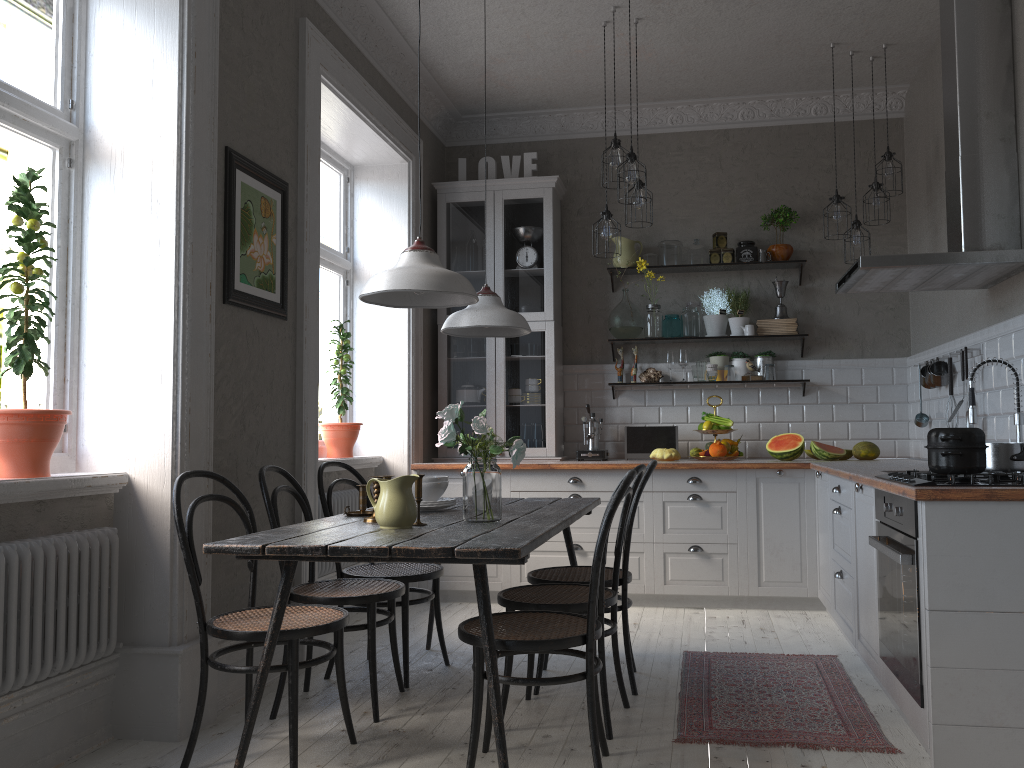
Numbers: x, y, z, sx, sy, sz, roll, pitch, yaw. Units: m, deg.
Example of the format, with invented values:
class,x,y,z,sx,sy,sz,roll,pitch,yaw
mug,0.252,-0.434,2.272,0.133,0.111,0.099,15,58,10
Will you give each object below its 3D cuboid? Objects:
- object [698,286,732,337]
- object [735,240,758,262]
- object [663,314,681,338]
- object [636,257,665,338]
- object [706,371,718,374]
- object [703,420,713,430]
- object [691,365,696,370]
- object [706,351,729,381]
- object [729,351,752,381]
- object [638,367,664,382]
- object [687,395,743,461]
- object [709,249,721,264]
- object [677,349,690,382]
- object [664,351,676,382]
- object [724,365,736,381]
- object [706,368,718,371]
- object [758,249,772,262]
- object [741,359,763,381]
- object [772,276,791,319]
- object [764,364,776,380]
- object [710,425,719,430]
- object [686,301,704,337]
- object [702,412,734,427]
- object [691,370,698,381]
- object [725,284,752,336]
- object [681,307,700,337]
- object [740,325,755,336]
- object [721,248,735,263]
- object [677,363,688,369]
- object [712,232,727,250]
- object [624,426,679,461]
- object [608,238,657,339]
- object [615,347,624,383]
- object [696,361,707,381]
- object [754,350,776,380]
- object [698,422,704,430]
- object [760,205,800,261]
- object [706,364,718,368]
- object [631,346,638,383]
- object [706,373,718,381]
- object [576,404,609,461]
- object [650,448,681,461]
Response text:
class,x,y,z,sx,sy,sz,roll,pitch,yaw
object,1.401,-0.484,6.023,0.240,0.354,0.238,-2,-4,28
object,1.589,-0.880,6.004,0.141,0.174,0.143,-1,-3,11
object,1.097,-0.387,6.069,0.125,0.172,0.127,-1,-4,14
object,0.928,-0.578,5.962,0.191,0.540,0.281,-1,-3,3
object,1.330,-0.060,5.886,0.077,0.051,0.077,-1,-3,4
object,1.260,0.269,5.702,0.058,0.069,0.080,-2,-4,30
object,1.258,-0.084,6.020,0.076,0.083,0.079,-2,-4,28
object,1.392,-0.120,6.008,0.158,0.217,0.155,0,-3,-9
object,1.546,-0.118,5.990,0.170,0.214,0.150,-3,-4,40
object,0.939,-0.060,6.018,0.178,0.111,0.095,0,-3,-12
object,1.322,0.285,5.762,0.353,0.425,0.350,0,-3,-4
object,1.374,-0.849,5.992,0.082,0.113,0.083,-1,-3,11
object,1.149,-0.122,5.931,0.082,0.217,0.081,0,-3,-3
object,1.081,-0.115,6.038,0.082,0.217,0.081,0,-3,-3
object,1.455,-0.071,5.921,0.077,0.108,0.078,-1,-3,4
object,1.330,-0.078,5.887,0.076,0.051,0.078,-2,-4,29
object,1.678,-0.849,5.886,0.092,0.096,0.075,-1,-3,11
object,1.600,-0.091,5.889,0.120,0.147,0.099,1,-4,-22
object,1.800,-0.568,5.931,0.131,0.287,0.130,0,-3,-4
object,1.704,-0.077,5.852,0.077,0.108,0.078,-1,-3,4
object,1.303,0.292,5.708,0.063,0.061,0.067,-1,-3,11
object,1.254,-0.431,6.107,0.130,0.264,0.133,-1,-4,16
object,1.330,0.227,5.737,0.208,0.101,0.068,-1,-4,16
object,1.258,-0.051,6.019,0.076,0.083,0.079,-2,-4,28
object,1.520,-0.502,5.951,0.187,0.380,0.166,1,-4,-28
object,1.200,-0.411,5.962,0.122,0.206,0.127,-3,-4,33
object,1.572,-0.354,5.868,0.104,0.071,0.064,-3,-5,41
object,1.459,-0.850,5.974,0.081,0.113,0.084,-2,-4,21
object,1.165,-0.116,6.019,0.082,0.217,0.081,0,-3,-3
object,1.404,-0.962,5.981,0.083,0.113,0.082,0,-3,-9
object,0.923,0.392,5.861,0.349,0.226,0.089,-1,-3,10
object,0.766,-0.640,6.039,0.339,0.674,0.333,1,-4,-21
object,0.743,-0.129,6.097,0.054,0.264,0.060,1,-4,-18
object,1.273,-0.083,5.941,0.080,0.139,0.078,1,-4,-17
object,1.709,-0.119,5.970,0.158,0.213,0.154,-1,-3,8
object,1.261,0.289,5.777,0.096,0.078,0.101,0,-3,-2
object,1.807,-0.998,5.926,0.256,0.397,0.246,-3,-4,35
object,1.330,-0.103,5.888,0.077,0.051,0.077,0,-3,-3
object,0.843,-0.132,6.064,0.063,0.264,0.052,3,-5,-43
object,1.330,-0.043,5.884,0.077,0.051,0.077,-1,-3,4
object,0.524,0.322,5.844,0.204,0.370,0.356,-1,-3,11
object,0.977,0.449,5.641,0.195,0.083,0.190,-1,-3,11
